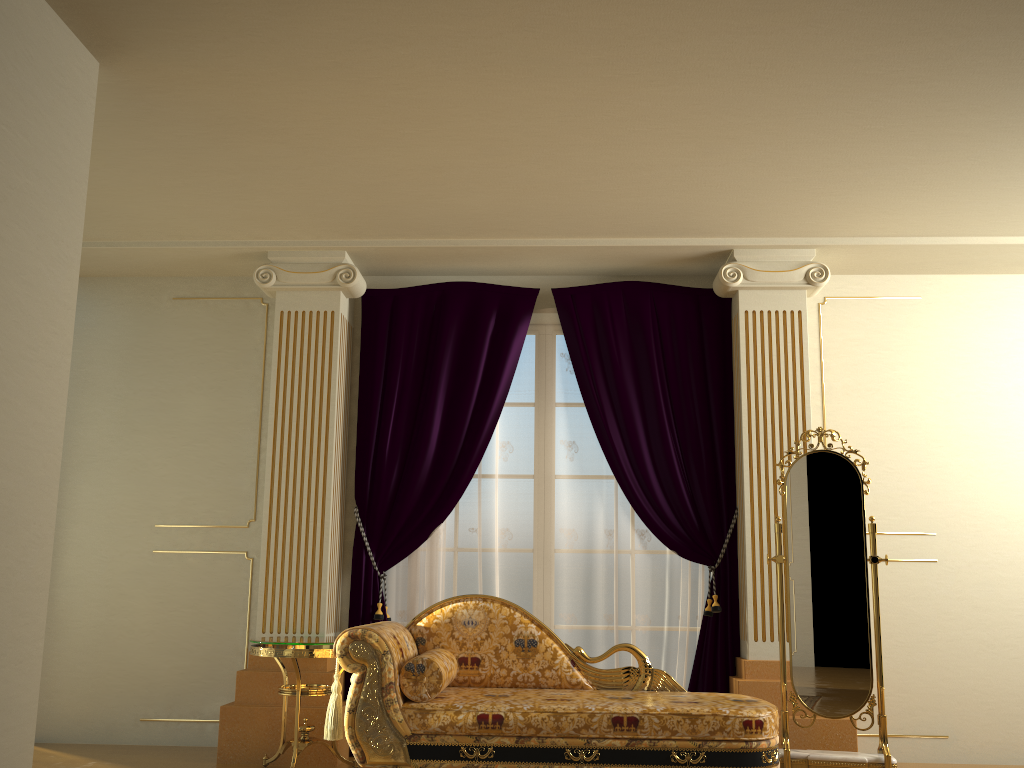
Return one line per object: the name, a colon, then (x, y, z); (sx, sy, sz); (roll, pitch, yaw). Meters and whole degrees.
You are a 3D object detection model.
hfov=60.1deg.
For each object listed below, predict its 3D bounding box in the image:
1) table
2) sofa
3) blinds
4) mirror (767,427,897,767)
table: (-1.000, 1.569, 4.303); (0.575, 0.635, 0.575); (11, -15, -41)
sofa: (0.191, 1.366, 3.871); (1.893, 0.861, 0.702); (0, -11, 3)
blinds: (0.178, 0.722, 4.966); (2.235, 2.622, 0.343); (0, -9, 4)
mirror: (1.491, 1.035, 4.173); (0.541, 1.680, 0.246); (-1, -10, 13)
